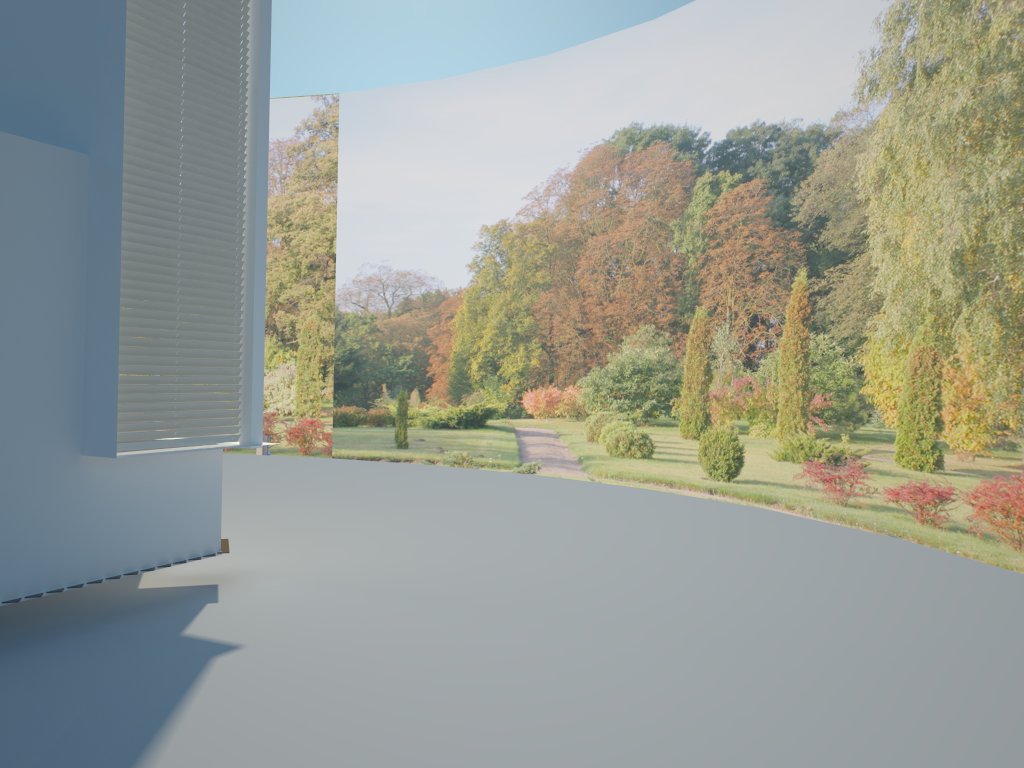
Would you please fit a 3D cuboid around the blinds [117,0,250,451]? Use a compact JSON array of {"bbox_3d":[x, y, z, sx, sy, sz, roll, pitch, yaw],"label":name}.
[{"bbox_3d":[-3.404,-1.734,7.249,1.219,4.266,3.918,1,0,-45],"label":"blinds"}]
